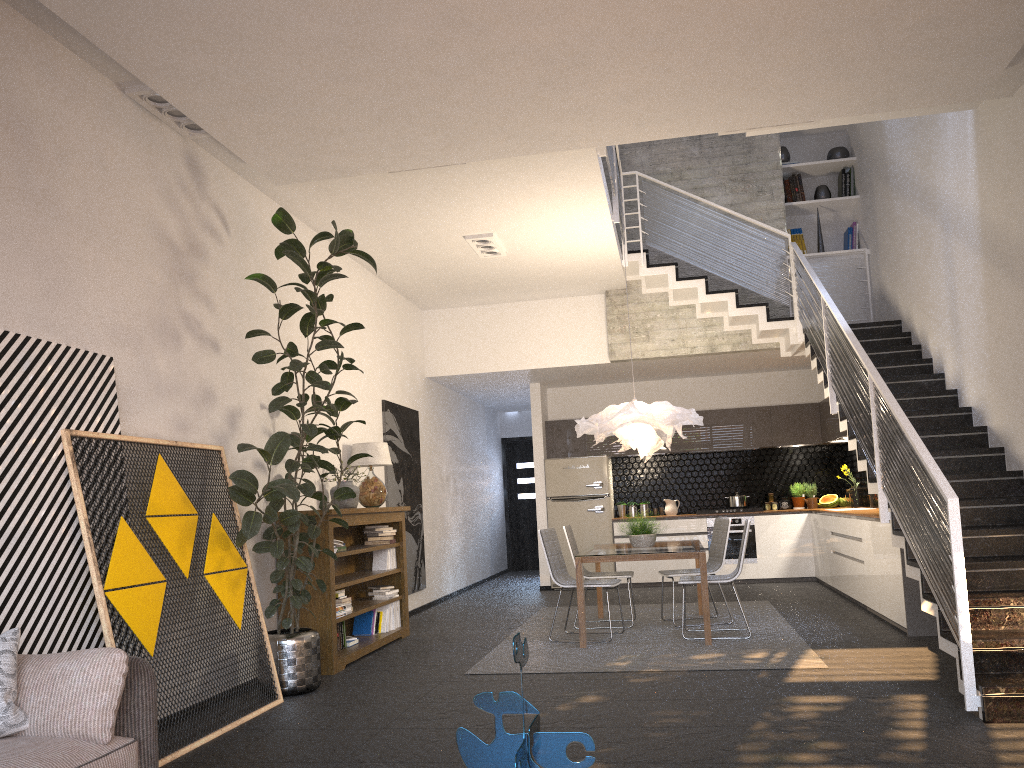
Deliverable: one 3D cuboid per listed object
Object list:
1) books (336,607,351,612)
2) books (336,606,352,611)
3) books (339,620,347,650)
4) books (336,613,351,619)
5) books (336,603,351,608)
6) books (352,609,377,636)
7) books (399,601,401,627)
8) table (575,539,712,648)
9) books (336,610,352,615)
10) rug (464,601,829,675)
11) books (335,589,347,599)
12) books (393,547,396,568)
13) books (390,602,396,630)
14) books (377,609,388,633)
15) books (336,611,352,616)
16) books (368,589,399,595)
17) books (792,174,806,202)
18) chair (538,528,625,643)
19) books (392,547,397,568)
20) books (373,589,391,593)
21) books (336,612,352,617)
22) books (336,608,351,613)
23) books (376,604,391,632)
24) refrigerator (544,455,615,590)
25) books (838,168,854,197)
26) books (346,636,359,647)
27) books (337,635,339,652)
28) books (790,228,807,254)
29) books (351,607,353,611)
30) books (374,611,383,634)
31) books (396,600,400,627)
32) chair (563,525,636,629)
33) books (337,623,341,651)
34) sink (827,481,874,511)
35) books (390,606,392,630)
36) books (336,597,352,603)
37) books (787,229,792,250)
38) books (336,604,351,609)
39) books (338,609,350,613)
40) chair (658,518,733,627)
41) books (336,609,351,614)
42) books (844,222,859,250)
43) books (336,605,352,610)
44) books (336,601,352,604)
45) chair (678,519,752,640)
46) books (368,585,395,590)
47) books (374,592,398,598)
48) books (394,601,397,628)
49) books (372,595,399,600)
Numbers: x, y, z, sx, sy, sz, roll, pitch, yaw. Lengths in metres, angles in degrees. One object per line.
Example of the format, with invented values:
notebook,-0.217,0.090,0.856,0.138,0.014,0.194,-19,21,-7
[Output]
books,-1.365,1.693,6.624,0.219,0.008,0.289,-5,-8,14
books,-1.363,1.686,6.627,0.219,0.007,0.306,-5,-8,13
books,-1.383,1.938,6.868,0.167,0.240,0.104,-4,-5,10
books,-1.361,1.736,6.616,0.219,0.008,0.306,-4,-8,9
books,-1.369,1.664,6.632,0.219,0.013,0.306,-5,-8,14
books,-1.262,2.036,7.593,0.171,0.226,0.165,-4,-6,10
books,-1.100,2.081,8.036,0.174,0.243,0.040,-4,-5,10
table,1.158,1.766,7.657,0.998,0.711,1.809,-4,-7,10
books,-1.361,1.713,6.616,0.219,0.013,0.306,-5,-8,14
rug,1.168,2.114,7.613,2.372,0.006,3.704,-4,-8,10
books,-1.413,1.639,6.910,0.217,0.069,0.158,-6,-8,20
books,-1.130,1.586,8.065,0.136,0.188,0.018,-4,-5,10
books,-1.124,2.057,7.851,0.175,0.242,0.024,-4,-5,10
books,-1.162,2.061,7.694,0.155,0.193,0.105,-4,-5,10
books,-1.362,1.722,6.617,0.219,0.008,0.306,-5,-8,14
books,-1.137,1.844,7.838,0.175,0.023,0.244,-6,-8,20
books,3.348,-2.231,10.374,0.134,0.380,0.273,-4,-6,10
chair,0.576,1.656,7.378,0.602,0.915,0.477,-5,-6,20
books,-1.124,1.589,8.088,0.135,0.188,0.031,-4,-5,10
books,-1.154,1.820,7.828,0.155,0.022,0.206,-2,-8,-10
books,-1.362,1.729,6.615,0.219,0.007,0.306,-5,-8,14
books,-1.367,1.699,6.628,0.219,0.006,0.306,-5,-8,14
books,-1.154,2.046,7.734,0.174,0.234,0.101,-4,-5,10
refrigerator,0.926,1.837,11.755,0.829,1.703,0.773,-4,-5,10
books,3.869,-2.272,10.263,0.160,0.380,0.267,-4,-6,10
books,-1.335,2.051,7.043,0.270,0.050,0.259,2,-9,-35
books,-1.418,1.931,6.740,0.171,0.223,0.083,-4,-5,10
books,3.333,-1.597,10.331,0.171,0.372,0.273,-4,-6,10
books,-1.383,1.763,6.892,0.243,0.034,0.180,-5,-8,12
books,-1.203,2.066,7.651,0.146,0.182,0.148,-4,-6,13
books,-1.107,2.077,8.005,0.175,0.242,0.024,-4,-5,10
chair,0.801,1.741,8.083,0.602,0.915,0.477,-4,-5,10
books,-1.407,1.930,6.800,0.171,0.240,0.085,-4,-5,10
sink,3.863,1.344,10.080,0.490,0.447,0.727,-4,-7,10
books,-1.137,2.074,7.830,0.155,0.204,0.021,-4,-5,10
books,-1.392,1.687,6.909,0.225,0.029,0.180,-5,-8,13
books,3.205,-1.586,10.354,0.159,0.370,0.273,-4,-6,10
books,-1.370,1.672,6.630,0.219,0.007,0.306,-5,-8,14
books,-1.368,1.703,6.619,0.219,0.008,0.289,-5,-8,16
chair,1.652,1.676,7.931,0.601,0.915,0.477,-3,-5,-4
books,-1.367,1.709,6.619,0.219,0.008,0.289,-5,-8,16
books,3.913,-1.644,10.228,0.146,0.381,0.273,-4,-6,10
books,-1.365,1.680,6.629,0.219,0.007,0.306,-5,-8,13
books,-1.401,1.713,6.904,0.243,0.023,0.176,-5,-8,17
chair,1.657,1.573,7.172,0.602,0.915,0.477,-4,-5,13
books,-1.157,1.799,7.836,0.147,0.023,0.222,3,-10,-38
books,-1.115,1.865,7.833,0.174,0.019,0.245,-3,-8,0
books,-1.118,2.068,7.936,0.174,0.242,0.019,-4,-5,10
books,-1.116,1.884,7.827,0.155,0.020,0.206,-6,-8,20
